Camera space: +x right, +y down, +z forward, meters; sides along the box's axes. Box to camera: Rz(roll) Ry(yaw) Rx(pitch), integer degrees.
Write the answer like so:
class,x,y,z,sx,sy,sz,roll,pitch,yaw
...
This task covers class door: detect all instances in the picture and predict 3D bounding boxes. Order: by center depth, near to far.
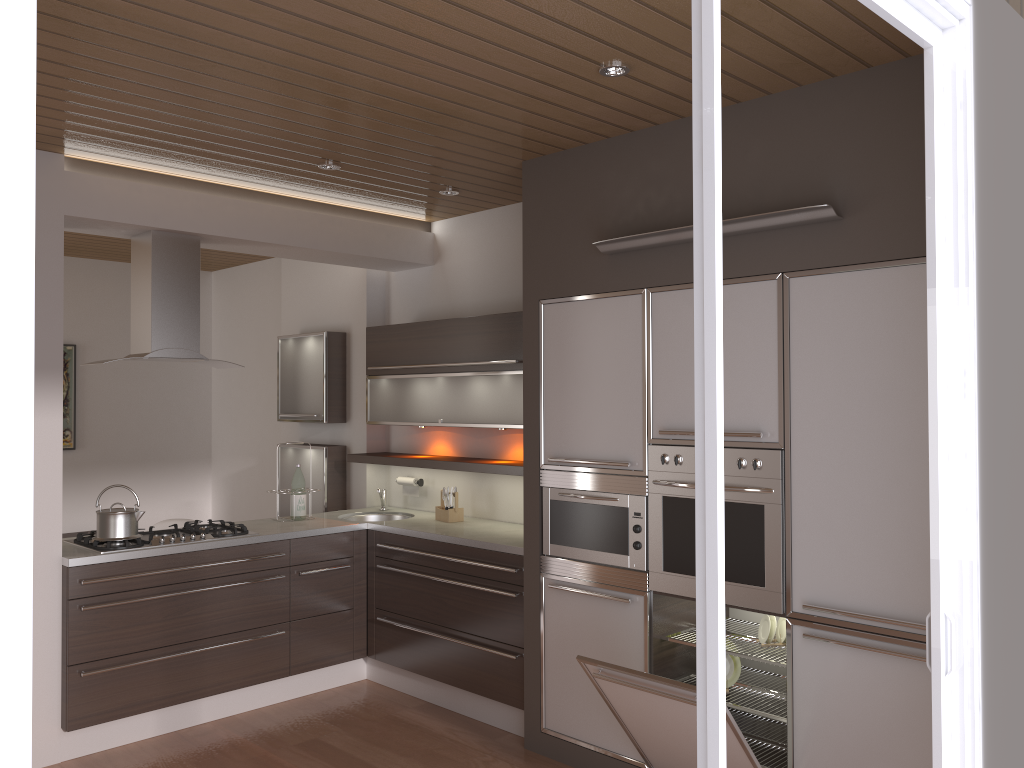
class,x,y,z,sx,sy,sz,roll,pitch,yaw
door,0.332,0.270,1.469,2.300,2.700,0.101,1,-1,-45

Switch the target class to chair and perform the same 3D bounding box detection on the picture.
class,x,y,z,sx,sy,sz,roll,pitch,yaw
chair,-2.175,1.277,5.358,0.491,0.847,0.608,0,-1,15

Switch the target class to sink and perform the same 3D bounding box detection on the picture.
class,x,y,z,sx,sy,sz,roll,pitch,yaw
sink,-0.823,0.808,5.314,0.450,0.347,0.494,1,-1,-39

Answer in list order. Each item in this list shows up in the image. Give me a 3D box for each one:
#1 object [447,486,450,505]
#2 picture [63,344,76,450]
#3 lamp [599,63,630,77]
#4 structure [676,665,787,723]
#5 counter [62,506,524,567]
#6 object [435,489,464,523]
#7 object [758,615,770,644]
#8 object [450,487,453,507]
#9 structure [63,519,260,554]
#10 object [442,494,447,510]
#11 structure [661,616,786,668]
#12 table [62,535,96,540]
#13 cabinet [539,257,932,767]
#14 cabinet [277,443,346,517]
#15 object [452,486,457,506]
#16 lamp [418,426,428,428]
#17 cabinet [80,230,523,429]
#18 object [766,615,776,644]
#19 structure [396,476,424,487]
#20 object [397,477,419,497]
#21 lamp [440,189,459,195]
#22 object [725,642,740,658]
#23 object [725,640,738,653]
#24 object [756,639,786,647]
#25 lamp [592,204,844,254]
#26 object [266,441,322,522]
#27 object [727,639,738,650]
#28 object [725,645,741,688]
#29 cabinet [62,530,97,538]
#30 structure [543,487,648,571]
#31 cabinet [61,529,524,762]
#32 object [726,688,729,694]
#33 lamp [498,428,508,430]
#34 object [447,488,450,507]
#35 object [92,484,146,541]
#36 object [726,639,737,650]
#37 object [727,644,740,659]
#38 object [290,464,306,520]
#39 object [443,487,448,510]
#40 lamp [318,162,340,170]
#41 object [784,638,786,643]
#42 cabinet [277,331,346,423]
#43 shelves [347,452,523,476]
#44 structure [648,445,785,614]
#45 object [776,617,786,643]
class,x,y,z,sx,sy,sz,roll,pitch,yaw
object,-0.359,0.683,5.055,0.018,0.196,0.022,1,-1,-43
picture,-3.779,0.094,6.310,1.277,0.801,0.018,1,-1,-45
lamp,0.342,-1.071,2.963,0.102,0.055,0.102,-1,-1,28
structure,0.984,1.234,3.583,0.479,0.012,0.583,1,-1,-45
counter,-0.936,0.790,4.395,2.150,0.036,1.850,1,-1,-45
object,-0.359,0.698,5.089,0.100,0.170,0.173,0,-1,-33
object,1.001,0.972,3.514,0.032,0.112,0.115,0,-1,-4
object,-0.348,0.683,5.052,0.020,0.196,0.017,0,-1,-22
structure,-1.754,0.754,4.472,0.797,0.047,0.494,1,-1,-45
object,-0.378,0.692,5.048,0.044,0.178,0.019,-1,-1,20
structure,0.983,1.035,3.586,0.479,0.012,0.583,1,-1,-45
table,-2.455,1.315,4.952,0.800,0.758,1.100,1,-1,-45
cabinet,0.813,0.580,3.426,1.047,1.948,1.796,1,-1,-45
cabinet,-1.375,0.711,6.007,0.194,0.600,0.598,1,-1,-45
object,-0.332,0.680,5.049,0.042,0.192,0.040,0,-1,3
lamp,-0.535,0.255,5.324,0.056,0.018,0.056,-1,-1,17
cabinet,-0.909,-0.284,4.522,2.058,1.032,1.399,1,-1,-41
object,1.025,0.972,3.515,0.032,0.112,0.115,0,-1,-4
structure,-0.622,0.607,5.540,0.087,0.049,0.237,1,-1,-45
object,-0.650,0.641,5.532,0.165,0.119,0.053,-1,-1,45
lamp,-0.332,-1.037,4.691,0.102,0.055,0.102,0,-1,-17
object,0.844,1.140,3.629,0.177,0.173,0.042,0,-1,10
object,0.849,1.141,3.653,0.177,0.173,0.042,0,-1,10
object,1.074,1.026,3.517,0.190,0.009,0.073,0,-1,-3
lamp,0.720,-0.571,3.331,0.139,0.033,1.020,1,-1,-45
object,-1.272,0.562,5.180,0.291,0.453,0.210,1,-1,-40
object,0.859,1.142,3.701,0.177,0.173,0.042,0,-1,10
object,0.835,1.139,3.582,0.177,0.173,0.042,0,-1,10
cabinet,-3.615,1.414,6.054,1.740,0.608,0.540,1,-1,-45
structure,0.336,0.611,3.791,0.049,0.301,0.569,1,-1,-45
cabinet,-0.935,1.243,4.387,2.150,0.870,1.850,1,-1,-45
object,0.846,1.228,3.623,0.073,0.009,0.190,0,-1,12
lamp,-0.047,0.244,4.836,0.056,0.018,0.056,-1,-1,17
object,-0.358,0.683,5.032,0.023,0.196,0.018,1,-1,-43
object,-1.867,0.601,4.199,0.221,0.251,0.221,-1,-1,38
object,0.854,1.141,3.677,0.177,0.173,0.042,0,-1,10
object,0.839,1.140,3.606,0.177,0.173,0.042,0,-1,10
object,-1.238,0.625,5.138,0.091,0.319,0.091,0,-1,-10
object,-0.372,0.679,5.021,0.042,0.192,0.040,0,-1,2
lamp,-0.859,-1.045,4.165,0.102,0.055,0.102,-1,-1,17
object,1.097,0.971,3.519,0.032,0.112,0.115,0,-1,-4
cabinet,-1.406,-0.039,5.966,0.619,0.600,0.172,-1,-1,31
shelves,-0.278,0.455,5.060,0.313,0.050,1.850,1,-1,-45
structure,0.747,0.533,3.361,0.066,0.583,0.582,1,-1,-45
object,1.073,0.971,3.518,0.032,0.112,0.115,0,-1,-4
